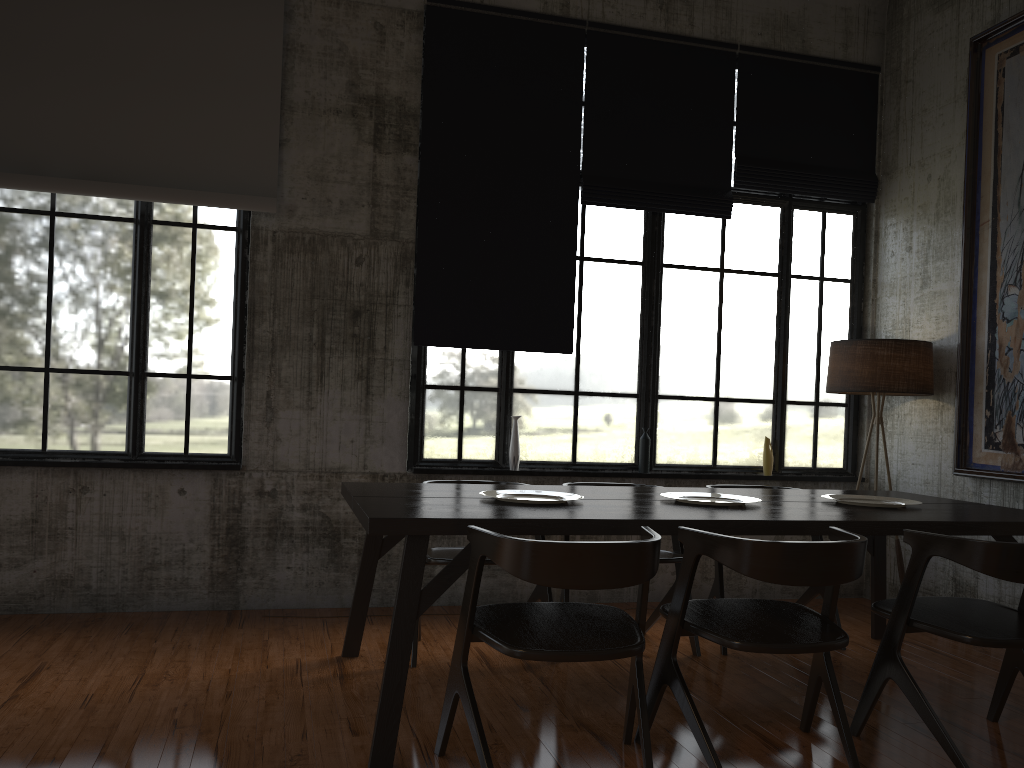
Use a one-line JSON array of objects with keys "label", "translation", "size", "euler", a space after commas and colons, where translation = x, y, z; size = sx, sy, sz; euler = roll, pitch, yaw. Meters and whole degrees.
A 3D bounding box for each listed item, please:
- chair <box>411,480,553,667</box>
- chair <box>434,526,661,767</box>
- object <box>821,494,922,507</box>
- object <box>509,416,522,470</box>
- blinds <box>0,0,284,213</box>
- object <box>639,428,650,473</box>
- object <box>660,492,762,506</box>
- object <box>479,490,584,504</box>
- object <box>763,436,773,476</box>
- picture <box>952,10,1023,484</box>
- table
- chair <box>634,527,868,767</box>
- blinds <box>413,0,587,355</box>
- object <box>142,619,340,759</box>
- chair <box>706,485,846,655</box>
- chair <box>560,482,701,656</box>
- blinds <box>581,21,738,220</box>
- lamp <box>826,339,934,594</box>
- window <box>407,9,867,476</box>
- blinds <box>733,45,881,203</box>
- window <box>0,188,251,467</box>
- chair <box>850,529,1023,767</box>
[{"label": "chair", "translation": [-0.199, 1.108, 5.329], "size": [0.878, 0.993, 0.769], "euler": [2, -1, -15]}, {"label": "chair", "translation": [0.189, 1.071, 3.539], "size": [0.878, 0.993, 0.769], "euler": [2, -1, -14]}, {"label": "object", "translation": [2.011, 0.659, 4.969], "size": [0.527, 0.024, 0.527], "euler": [2, -2, -5]}, {"label": "object", "translation": [0.023, 0.439, 6.599], "size": [0.082, 0.410, 0.082], "euler": [2, 0, 36]}, {"label": "blinds", "translation": [-3.731, -2.147, 5.474], "size": [4.467, 1.776, 0.136], "euler": [3, 0, -15]}, {"label": "object", "translation": [1.027, 0.516, 6.859], "size": [0.080, 0.352, 0.080], "euler": [2, 0, 16]}, {"label": "object", "translation": [1.055, 0.615, 4.718], "size": [0.527, 0.024, 0.527], "euler": [2, -2, -5]}, {"label": "object", "translation": [0.099, 0.571, 4.467], "size": [0.527, 0.024, 0.527], "euler": [2, -2, -5]}, {"label": "object", "translation": [2.060, 0.578, 7.128], "size": [0.073, 0.318, 0.074], "euler": [2, 0, 38]}, {"label": "picture", "translation": [3.440, -0.917, 5.507], "size": [0.142, 3.120, 1.655], "euler": [2, 0, -15]}, {"label": "table", "translation": [0.997, 1.130, 4.768], "size": [3.703, 1.006, 1.638], "euler": [3, -1, -15]}, {"label": "chair", "translation": [1.060, 1.111, 3.767], "size": [0.878, 0.993, 0.769], "euler": [2, -1, -15]}, {"label": "blinds", "translation": [-0.076, -1.516, 6.555], "size": [1.216, 2.534, 0.034], "euler": [2, 0, -15]}, {"label": "object", "translation": [4.860, 1.413, 3.011], "size": [20.837, 0.657, 8.769], "euler": [3, -2, -15]}, {"label": "chair", "translation": [1.653, 1.193, 5.824], "size": [0.878, 0.993, 0.769], "euler": [2, -1, -15]}, {"label": "chair", "translation": [0.672, 1.148, 5.558], "size": [0.878, 0.993, 0.769], "euler": [2, -1, -14]}, {"label": "blinds", "translation": [1.157, -2.029, 6.849], "size": [1.255, 1.398, 0.052], "euler": [2, 0, -15]}, {"label": "lamp", "translation": [2.729, 0.718, 6.660], "size": [0.752, 2.056, 0.752], "euler": [2, 0, -3]}, {"label": "window", "translation": [1.129, -0.977, 6.957], "size": [3.813, 3.435, 0.050], "euler": [2, 0, -15]}, {"label": "blinds", "translation": [2.410, -2.100, 7.177], "size": [1.297, 1.142, 0.052], "euler": [2, 0, -15]}, {"label": "window", "translation": [-3.872, -1.206, 5.644], "size": [4.306, 3.435, 0.050], "euler": [2, 0, -15]}, {"label": "chair", "translation": [2.094, 1.157, 3.995], "size": [0.878, 0.993, 0.769], "euler": [2, -1, -18]}]
